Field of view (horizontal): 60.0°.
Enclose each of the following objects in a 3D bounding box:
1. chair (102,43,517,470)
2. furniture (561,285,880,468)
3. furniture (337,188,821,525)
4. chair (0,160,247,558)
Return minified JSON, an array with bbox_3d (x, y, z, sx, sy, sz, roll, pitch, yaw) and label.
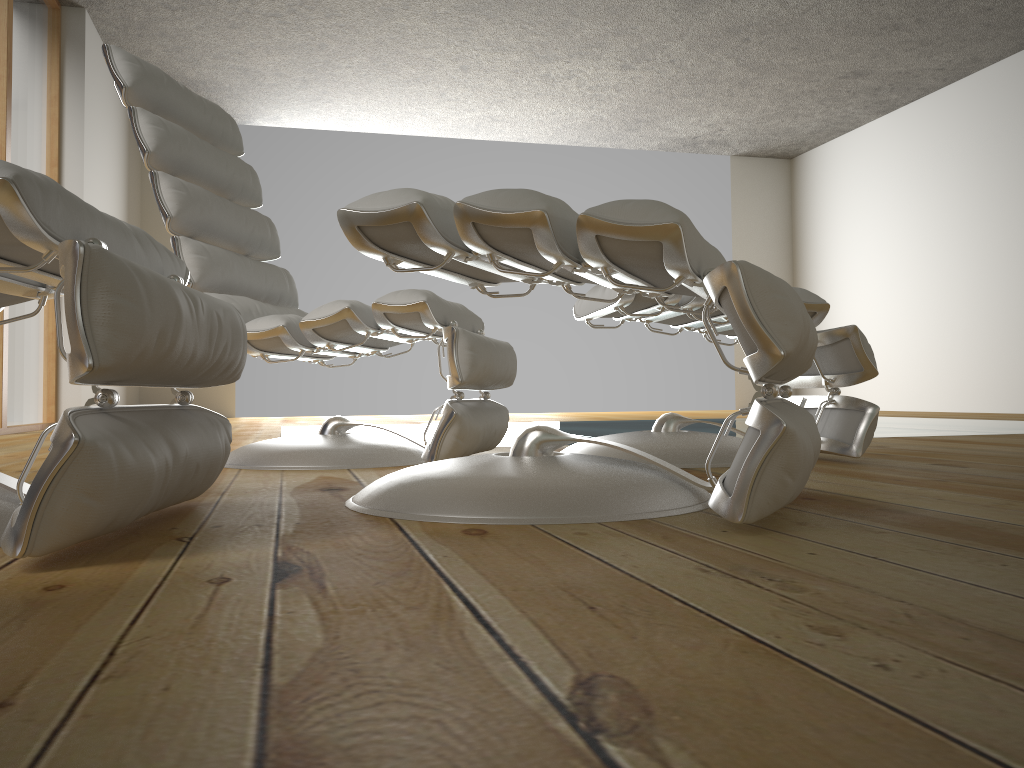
[{"bbox_3d":[-0.470,-0.296,2.199,0.914,0.970,0.569,-1,-2,11],"label":"chair"},{"bbox_3d":[0.432,-0.041,2.141,0.686,0.440,0.569,0,-1,-8],"label":"furniture"},{"bbox_3d":[0.089,-0.049,1.318,0.686,0.440,0.569,-1,-2,21],"label":"furniture"},{"bbox_3d":[-0.821,-0.308,1.058,0.914,0.970,0.569,0,-2,-4],"label":"chair"}]
